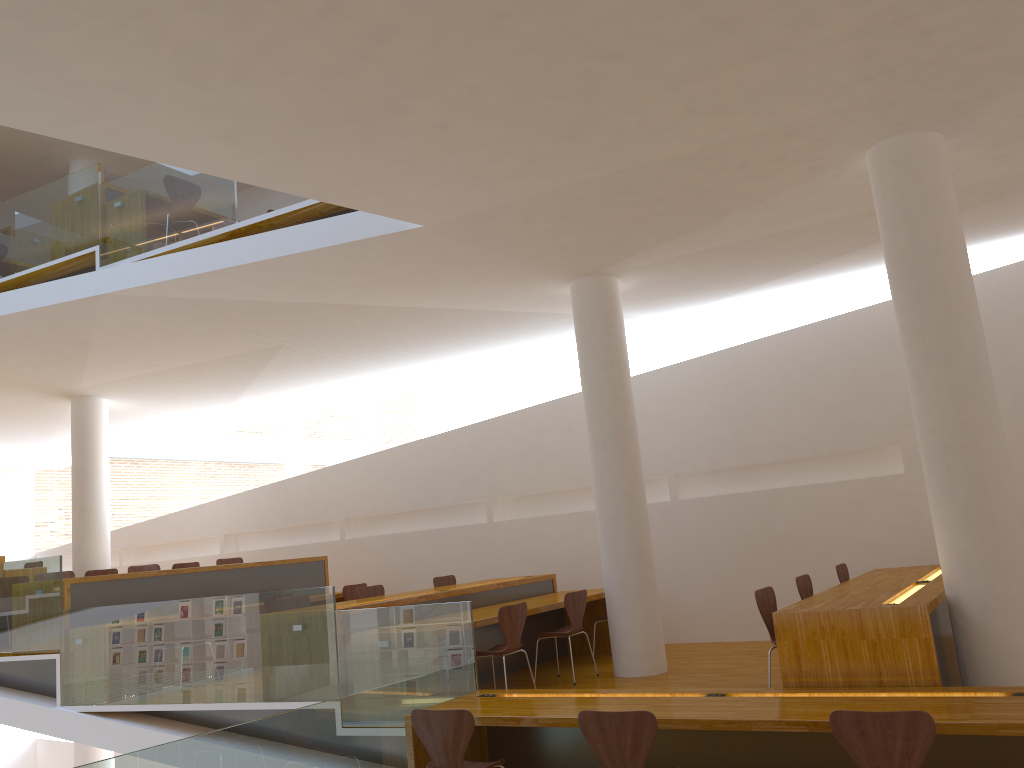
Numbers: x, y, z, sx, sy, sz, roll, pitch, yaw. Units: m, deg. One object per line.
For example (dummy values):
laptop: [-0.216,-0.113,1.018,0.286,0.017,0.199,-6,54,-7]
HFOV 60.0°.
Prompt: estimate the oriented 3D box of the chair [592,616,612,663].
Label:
chair: [0.950,2.148,8.084,0.381,0.693,0.428,-12,-12,30]

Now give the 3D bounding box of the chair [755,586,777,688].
chair: [1.702,1.549,5.233,0.381,0.693,0.428,-12,-12,30]

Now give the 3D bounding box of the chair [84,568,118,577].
chair: [-4.502,2.355,9.523,0.381,0.693,0.428,-12,-12,30]

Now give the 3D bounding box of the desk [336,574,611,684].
desk: [-0.333,2.121,7.483,1.527,0.785,3.243,-12,-12,30]

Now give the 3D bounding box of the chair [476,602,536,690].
chair: [-0.102,1.924,6.291,0.381,0.693,0.428,-12,-12,30]

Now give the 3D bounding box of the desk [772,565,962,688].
desk: [2.559,1.610,5.818,0.760,0.606,3.185,-12,-12,30]

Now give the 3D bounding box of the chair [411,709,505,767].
chair: [-0.240,1.997,4.558,0.428,0.693,0.381,-12,-12,30]

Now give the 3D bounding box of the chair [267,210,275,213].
chair: [-2.359,-1.296,8.700,0.381,0.693,0.428,-12,-12,30]

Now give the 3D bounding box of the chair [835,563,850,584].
chair: [2.820,1.759,6.987,0.381,0.693,0.428,-12,-12,30]

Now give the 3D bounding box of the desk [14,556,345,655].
desk: [-3.001,2.332,8.820,1.248,1.022,3.216,-12,-12,30]

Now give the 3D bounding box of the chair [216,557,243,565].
chair: [-3.086,2.319,10.095,0.381,0.693,0.428,-12,-12,30]

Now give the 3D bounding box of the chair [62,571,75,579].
chair: [-4.197,2.110,8.352,0.381,0.693,0.428,-12,-12,30]

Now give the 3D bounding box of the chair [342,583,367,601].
chair: [-1.796,2.522,9.561,0.381,0.693,0.428,-12,-12,30]

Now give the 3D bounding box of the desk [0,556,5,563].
desk: [-6.979,2.534,10.401,3.194,0.762,1.247,-12,-12,30]

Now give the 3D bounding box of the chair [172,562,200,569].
chair: [-3.954,2.478,10.491,0.381,0.693,0.428,-12,-12,30]

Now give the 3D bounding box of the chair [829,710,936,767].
chair: [1.555,1.632,3.550,0.428,0.693,0.381,-12,-12,30]

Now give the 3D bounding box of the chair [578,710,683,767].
chair: [0.585,1.826,4.075,0.428,0.693,0.381,-12,-12,30]

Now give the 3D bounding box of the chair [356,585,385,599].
chair: [-1.136,2.173,8.038,0.381,0.693,0.428,-12,-12,30]

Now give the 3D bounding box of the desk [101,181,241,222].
desk: [-2.869,-1.209,9.218,1.250,0.815,3.223,-12,-12,30]

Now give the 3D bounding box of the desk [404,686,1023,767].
desk: [0.979,1.895,4.400,3.185,0.606,0.760,-12,-12,30]

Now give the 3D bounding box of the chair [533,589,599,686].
chair: [0.402,2.025,7.115,0.381,0.693,0.428,-12,-12,30]

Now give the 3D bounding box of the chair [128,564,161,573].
chair: [-3.692,2.210,9.176,0.381,0.693,0.428,-12,-12,30]

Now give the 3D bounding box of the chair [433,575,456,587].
chair: [-0.523,2.282,8.968,0.381,0.693,0.428,-12,-12,30]

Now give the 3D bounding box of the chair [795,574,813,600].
chair: [2.206,1.650,6.057,0.381,0.693,0.428,-12,-12,30]
